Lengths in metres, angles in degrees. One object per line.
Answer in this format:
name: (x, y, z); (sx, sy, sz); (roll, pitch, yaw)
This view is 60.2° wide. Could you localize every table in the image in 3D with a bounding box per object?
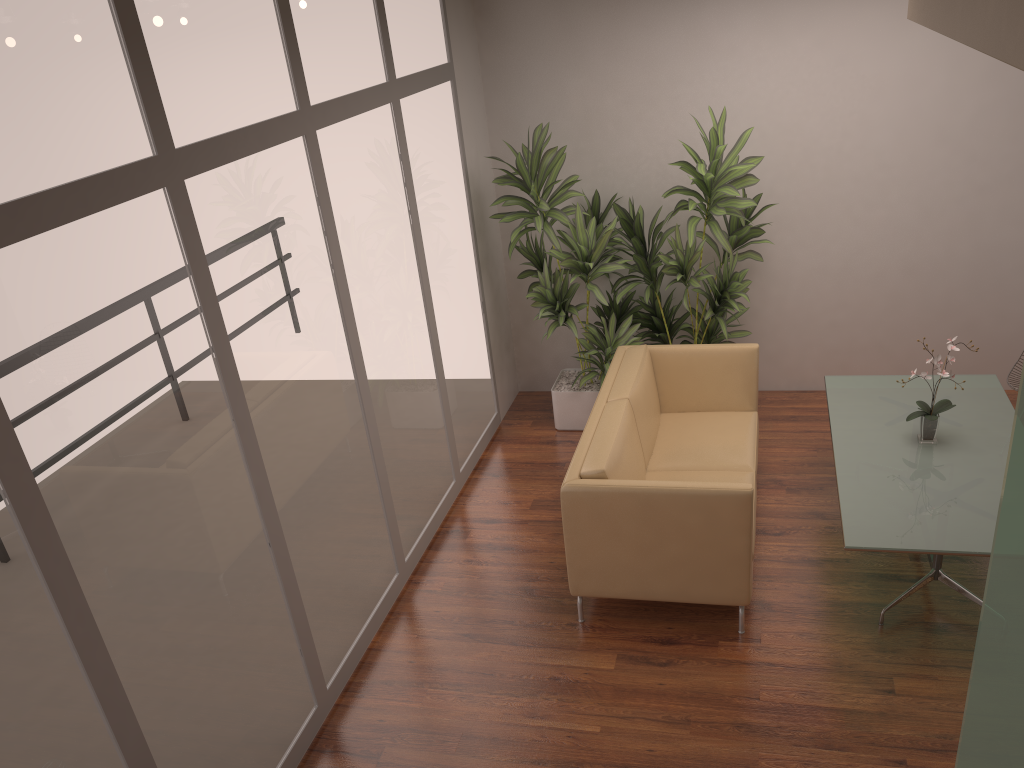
table: (2.148, 0.579, 4.584); (0.941, 0.582, 1.799); (0, 25, 16)

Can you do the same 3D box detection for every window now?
window: (-1.281, 0.415, 2.417); (0.062, 3.406, 8.231); (1, 26, 16)

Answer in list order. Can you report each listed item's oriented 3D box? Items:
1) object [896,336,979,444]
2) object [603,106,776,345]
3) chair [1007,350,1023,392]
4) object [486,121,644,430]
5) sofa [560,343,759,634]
object: (2.130, 0.015, 4.376); (0.371, 0.612, 0.286); (-2, 27, 11)
object: (1.147, -0.727, 5.858); (1.077, 2.187, 0.932); (8, 30, 27)
chair: (3.235, -0.029, 5.193); (0.540, 0.936, 0.543); (12, 32, 33)
object: (0.493, -0.718, 6.036); (0.962, 2.187, 1.045); (11, 31, 32)
sofa: (0.904, 0.454, 4.887); (0.880, 0.870, 1.732); (1, 26, 16)
